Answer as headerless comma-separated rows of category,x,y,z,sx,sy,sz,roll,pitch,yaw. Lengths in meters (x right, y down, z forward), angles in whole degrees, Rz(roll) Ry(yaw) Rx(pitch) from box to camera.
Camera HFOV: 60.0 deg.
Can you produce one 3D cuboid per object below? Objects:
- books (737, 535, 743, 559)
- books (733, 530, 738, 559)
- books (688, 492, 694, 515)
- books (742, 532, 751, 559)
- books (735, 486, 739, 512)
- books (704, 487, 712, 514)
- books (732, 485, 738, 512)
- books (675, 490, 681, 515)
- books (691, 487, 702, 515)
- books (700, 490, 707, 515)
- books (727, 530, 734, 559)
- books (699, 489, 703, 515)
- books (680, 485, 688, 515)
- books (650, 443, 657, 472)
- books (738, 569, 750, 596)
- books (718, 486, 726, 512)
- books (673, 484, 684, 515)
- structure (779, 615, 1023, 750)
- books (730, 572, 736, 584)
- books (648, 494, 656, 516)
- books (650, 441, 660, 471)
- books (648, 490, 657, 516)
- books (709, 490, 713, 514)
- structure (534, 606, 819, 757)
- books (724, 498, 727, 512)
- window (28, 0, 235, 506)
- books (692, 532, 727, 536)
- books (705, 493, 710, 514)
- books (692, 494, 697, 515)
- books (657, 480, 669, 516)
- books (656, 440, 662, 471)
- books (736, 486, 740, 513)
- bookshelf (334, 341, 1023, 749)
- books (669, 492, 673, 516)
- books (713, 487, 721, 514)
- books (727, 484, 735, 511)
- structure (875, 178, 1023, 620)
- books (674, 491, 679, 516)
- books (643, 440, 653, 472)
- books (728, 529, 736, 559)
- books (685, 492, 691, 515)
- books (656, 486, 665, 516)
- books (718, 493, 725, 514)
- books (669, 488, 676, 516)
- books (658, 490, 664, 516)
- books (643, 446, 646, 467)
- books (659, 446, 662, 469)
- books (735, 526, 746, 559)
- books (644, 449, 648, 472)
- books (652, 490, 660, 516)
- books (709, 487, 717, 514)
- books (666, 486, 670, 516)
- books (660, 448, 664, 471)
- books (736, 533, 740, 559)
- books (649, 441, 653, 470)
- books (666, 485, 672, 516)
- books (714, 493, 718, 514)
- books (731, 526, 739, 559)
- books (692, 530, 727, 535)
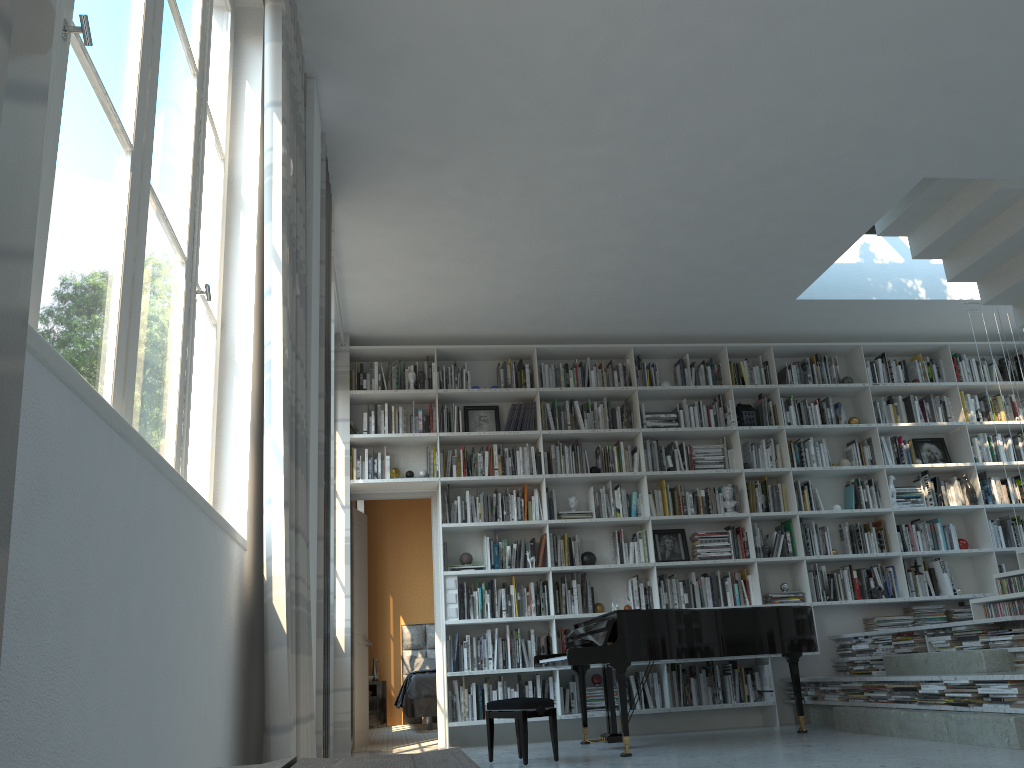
books,1.871,1.372,7.373,0.021,0.216,0.132,-1,-18,-8
books,1.830,1.353,7.369,0.013,0.255,0.163,-1,-18,-8
books,1.475,1.026,7.419,0.030,0.214,0.169,-1,-18,-8
books,1.912,1.357,7.354,0.034,0.228,0.200,-1,-18,-8
books,1.874,1.002,7.492,0.014,0.260,0.137,-1,-18,-8
books,1.628,1.003,7.425,0.012,0.244,0.186,-1,-18,-8
books,1.862,0.996,7.479,0.014,0.265,0.154,-1,-18,-8
books,1.371,1.020,7.414,0.025,0.235,0.137,-1,-18,-8
books,1.545,1.005,7.438,0.014,0.257,0.162,-1,-18,-8
books,1.579,1.016,7.423,0.029,0.223,0.186,-1,-18,-8
books,1.797,1.352,7.356,0.012,0.253,0.161,-1,-18,-8
books,1.558,1.016,7.432,0.010,0.233,0.175,-1,-18,-8
books,1.412,0.997,7.404,0.028,0.267,0.190,-1,-18,-8
books,1.180,0.653,7.490,0.025,0.265,0.186,-1,-18,-8
books,1.906,1.678,7.274,0.011,0.299,0.150,-1,-18,-8
books,1.764,1.004,7.480,0.014,0.262,0.135,-1,-18,-8
books,1.390,0.994,7.417,0.013,0.282,0.177,-1,-18,-8
structure,3.676,1.901,5.923,2.899,0.657,3.124,-1,-18,-8
books,1.816,1.690,7.267,0.010,0.283,0.132,-1,-18,-8
books,1.145,1.031,7.364,0.053,0.208,0.156,-1,-18,-8
books,1.203,0.645,7.515,0.029,0.294,0.151,-1,-18,-8
books,1.161,1.019,7.383,0.042,0.241,0.163,-1,-18,-8
books,1.642,1.022,7.460,0.025,0.229,0.143,-1,-18,-8
structure,1.200,1.941,5.895,1.918,0.830,1.339,-1,-18,-8
books,1.779,1.029,7.468,0.012,0.205,0.146,-1,-18,-8
window,-18.033,-4.534,10.927,32.802,18.472,18.600,-2,-18,-4
books,1.636,1.252,7.370,0.254,0.012,0.161,0,-19,-11
books,1.608,1.028,7.425,0.029,0.199,0.179,-1,-18,-8
books,1.514,1.037,7.433,0.050,0.198,0.146,-1,-18,-8
books,1.255,0.973,7.381,0.014,0.316,0.188,-1,-18,-8
books,1.224,0.640,7.511,0.011,0.299,0.180,-1,-18,-8
books,1.891,1.002,7.502,0.023,0.264,0.107,-1,-18,-8
bookshelf,1.719,1.192,7.336,6.296,3.131,0.331,-1,-18,-8
books,1.306,1.026,7.410,0.024,0.227,0.148,-1,-18,-8
books,1.712,1.004,7.466,0.024,0.258,0.127,-1,-18,-8
books,1.840,0.995,7.494,0.025,0.278,0.108,-1,-18,-8
structure,3.764,0.172,6.095,2.613,3.370,1.961,-1,-18,-8
books,1.354,1.021,7.403,0.012,0.227,0.170,-1,-18,-8
books,1.139,0.641,7.496,0.026,0.296,0.180,-1,-18,-8
books,1.809,1.348,7.356,0.011,0.260,0.185,-1,-18,-8
books,1.448,1.025,7.414,0.024,0.215,0.176,-1,-18,-8
books,1.239,1.003,7.415,0.010,0.283,0.137,-1,-18,-8
books,1.743,1.030,7.459,0.035,0.200,0.149,-1,-18,-8
books,1.331,1.013,7.424,0.028,0.258,0.135,-1,-18,-8
books,1.222,1.020,7.394,0.029,0.239,0.156,-1,-18,-8
books,1.087,0.657,7.486,0.026,0.266,0.171,-1,-18,-8
books,1.236,0.663,7.507,0.011,0.251,0.153,-1,-18,-8
books,1.887,1.337,7.368,0.011,0.278,0.186,-1,-18,-8
books,1.112,0.680,7.498,0.027,0.227,0.148,-1,-18,-8
books,1.193,1.018,7.397,0.026,0.247,0.139,-1,-18,-8
books,1.668,1.002,7.450,0.025,0.257,0.151,-1,-18,-8
books,1.271,0.996,7.374,0.015,0.265,0.190,-1,-18,-8
books,1.248,0.672,7.507,0.014,0.232,0.147,-1,-18,-8
books,1.854,1.366,7.374,0.013,0.231,0.134,-1,-18,-8
books,1.156,0.640,7.519,0.014,0.312,0.134,-1,-18,-8
books,1.291,0.994,7.394,0.010,0.280,0.171,-1,-18,-8
books,1.691,1.031,7.460,0.022,0.206,0.114,-1,-18,-8
books,1.841,1.337,7.375,0.011,0.287,0.152,-1,-18,-8
books,1.636,1.240,7.372,0.254,0.012,0.161,-2,-18,-4
